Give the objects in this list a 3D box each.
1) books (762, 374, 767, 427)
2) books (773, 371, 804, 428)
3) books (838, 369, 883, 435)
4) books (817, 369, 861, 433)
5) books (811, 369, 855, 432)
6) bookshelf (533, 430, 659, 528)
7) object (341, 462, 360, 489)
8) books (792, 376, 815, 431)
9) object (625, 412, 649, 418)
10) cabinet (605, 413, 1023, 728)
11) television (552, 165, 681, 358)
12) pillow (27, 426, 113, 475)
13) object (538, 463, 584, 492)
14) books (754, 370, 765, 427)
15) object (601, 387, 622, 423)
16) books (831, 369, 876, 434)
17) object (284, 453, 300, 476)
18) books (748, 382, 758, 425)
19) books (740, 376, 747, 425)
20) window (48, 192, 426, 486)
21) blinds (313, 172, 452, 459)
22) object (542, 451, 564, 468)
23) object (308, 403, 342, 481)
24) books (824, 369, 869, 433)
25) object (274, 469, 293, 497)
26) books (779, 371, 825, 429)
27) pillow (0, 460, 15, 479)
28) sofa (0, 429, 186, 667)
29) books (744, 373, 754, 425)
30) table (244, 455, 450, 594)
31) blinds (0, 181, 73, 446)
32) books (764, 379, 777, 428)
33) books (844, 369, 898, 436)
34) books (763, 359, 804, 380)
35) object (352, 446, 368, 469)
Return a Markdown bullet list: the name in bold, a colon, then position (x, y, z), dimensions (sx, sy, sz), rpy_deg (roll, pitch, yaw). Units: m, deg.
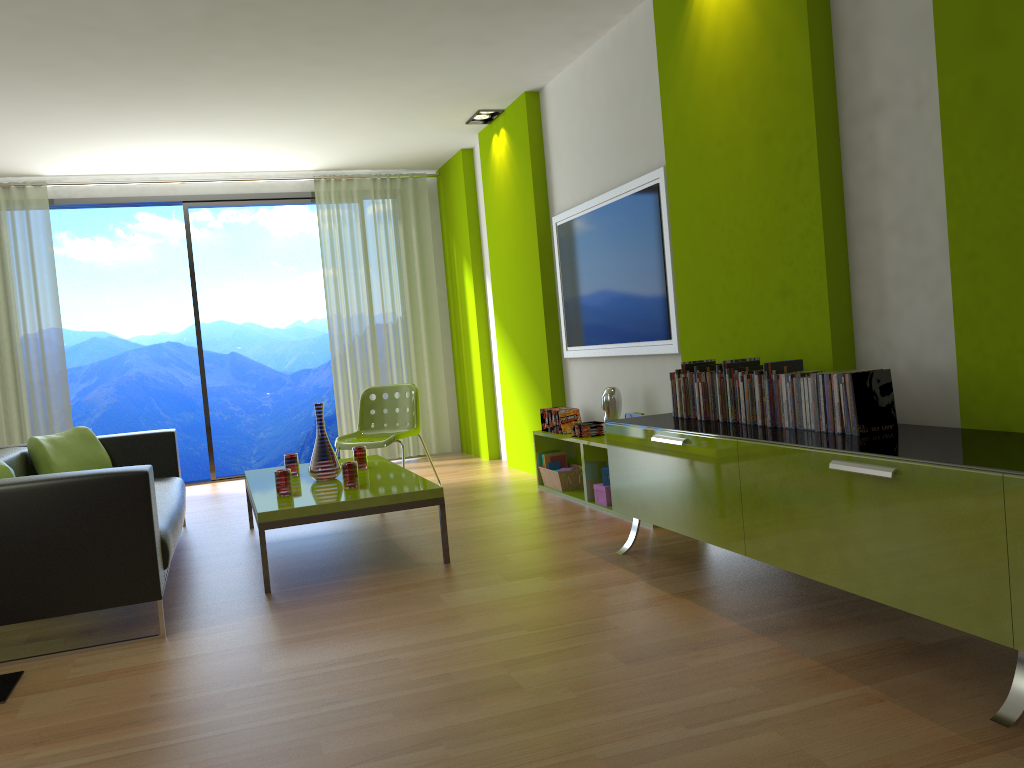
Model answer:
- **books**: position (0.985, 0.056, 3.230), dimensions (0.159, 0.196, 0.016), rpy_deg (-6, 3, -18)
- **books**: position (1.009, 0.057, 3.157), dimensions (0.161, 0.196, 0.038), rpy_deg (-6, 3, -18)
- **books**: position (1.117, 0.059, 2.812), dimensions (0.154, 0.202, 0.048), rpy_deg (-6, 3, -18)
- **books**: position (1.082, 0.059, 2.917), dimensions (0.154, 0.200, 0.031), rpy_deg (-6, 3, -18)
- **books**: position (1.072, 0.058, 2.946), dimensions (0.154, 0.200, 0.031), rpy_deg (-6, 3, -18)
- **bookshelf**: position (0.559, 0.495, 5.157), dimensions (0.306, 0.378, 1.630), rpy_deg (-6, 3, -18)
- **object**: position (-0.771, 0.436, 4.233), dimensions (0.075, 0.122, 0.076), rpy_deg (-3, 3, 37)
- **books**: position (1.049, 0.065, 3.014), dimensions (0.131, 0.185, 0.112), rpy_deg (-6, 3, -18)
- **object**: position (0.668, 0.238, 4.623), dimensions (0.047, 0.176, 0.340), rpy_deg (-6, 2, -13)
- **cabinet**: position (1.199, 0.459, 2.465), dimensions (0.547, 0.593, 3.384), rpy_deg (-6, 3, -18)
- **television**: position (0.563, -0.630, 5.161), dimensions (0.028, 0.941, 1.537), rpy_deg (-6, 3, -18)
- **pillow**: position (-2.529, 0.435, 5.060), dimensions (0.269, 0.362, 0.399), rpy_deg (-4, 3, 30)
- **object**: position (0.335, 0.599, 5.702), dimensions (0.213, 0.129, 0.367), rpy_deg (-6, 3, -18)
- **books**: position (0.971, 0.050, 3.253), dimensions (0.170, 0.209, 0.036), rpy_deg (-6, 3, -18)
- **object**: position (0.570, 0.168, 4.985), dimensions (0.107, 0.305, 0.107), rpy_deg (-3, 3, 38)
- **books**: position (1.104, 0.060, 2.849), dimensions (0.154, 0.200, 0.031), rpy_deg (-6, 3, -18)
- **object**: position (-1.214, 0.448, 4.891), dimensions (0.076, 0.122, 0.075), rpy_deg (-4, 3, 16)
- **books**: position (0.959, 0.070, 3.310), dimensions (0.161, 0.166, 0.020), rpy_deg (-6, 3, -18)
- **books**: position (0.942, 0.057, 3.357), dimensions (0.161, 0.191, 0.021), rpy_deg (-6, 3, -18)
- **window**: position (-2.517, -0.391, 7.793), dimensions (3.336, 2.498, 0.219), rpy_deg (-6, 3, -18)
- **blinds**: position (-1.159, -0.603, 8.011), dimensions (1.012, 2.568, 0.067), rpy_deg (-6, 3, -18)
- **object**: position (0.284, 0.553, 5.850), dimensions (0.158, 0.200, 0.040), rpy_deg (-6, 3, -18)
- **object**: position (-0.984, 0.298, 4.596), dimensions (0.168, 0.400, 0.168), rpy_deg (-7, 3, -33)
- **books**: position (1.093, 0.059, 2.883), dimensions (0.154, 0.200, 0.031), rpy_deg (-6, 3, -18)
- **object**: position (-1.073, 0.466, 4.171), dimensions (0.076, 0.122, 0.075), rpy_deg (-4, 3, 16)
- **books**: position (1.020, 0.058, 3.100), dimensions (0.140, 0.197, 0.069), rpy_deg (-6, 3, -18)
- **pillow**: position (-2.189, 0.475, 3.838), dimensions (0.164, 0.317, 0.380), rpy_deg (-7, 3, -35)
- **sofa**: position (-2.144, 0.646, 4.274), dimensions (1.061, 0.639, 2.583), rpy_deg (-6, 3, -18)
- **books**: position (0.950, 0.055, 3.333), dimensions (0.161, 0.196, 0.030), rpy_deg (-6, 3, -18)
- **table**: position (-0.943, 0.666, 4.661), dimensions (0.810, 0.349, 1.682), rpy_deg (-6, 3, -18)
- **blinds**: position (-4.103, -0.301, 7.024), dimensions (1.012, 2.568, 0.067), rpy_deg (-6, 3, -18)
- **books**: position (0.991, 0.067, 3.187), dimensions (0.178, 0.177, 0.030), rpy_deg (-6, 3, -18)
- **books**: position (1.127, 0.060, 2.782), dimensions (0.154, 0.202, 0.048), rpy_deg (-6, 3, -18)
- **books**: position (0.988, 0.035, 3.212), dimensions (0.161, 0.239, 0.020), rpy_deg (-6, 3, -18)
- **object**: position (-0.848, 0.412, 4.955), dimensions (0.076, 0.122, 0.075), rpy_deg (-4, 3, 16)
